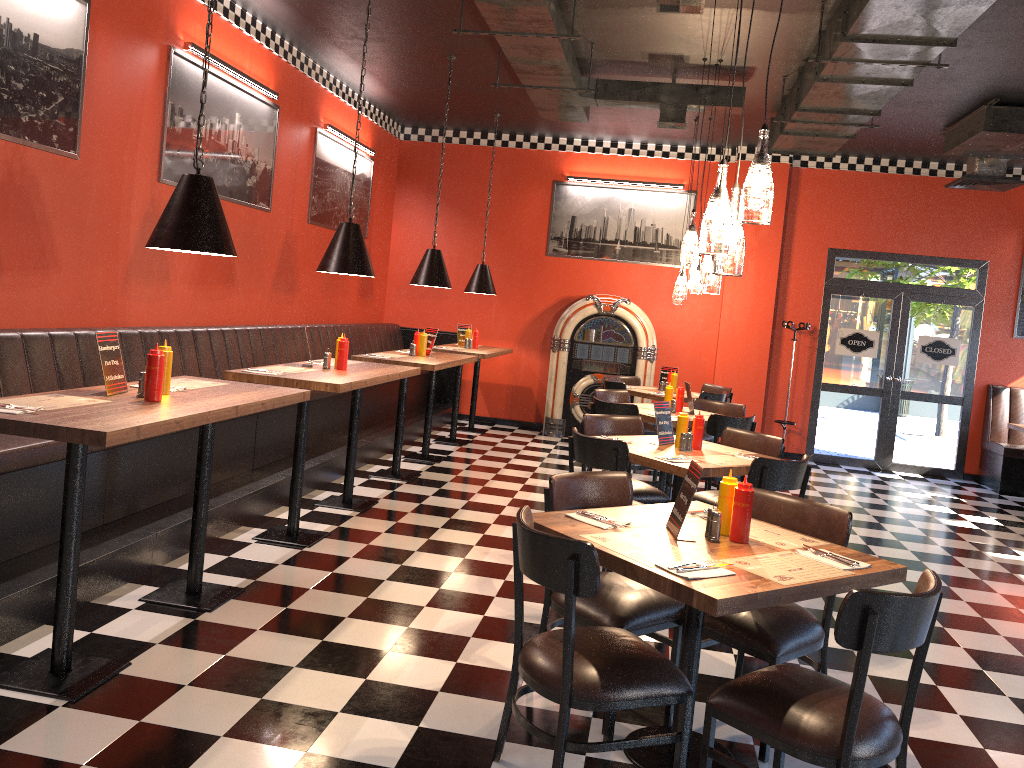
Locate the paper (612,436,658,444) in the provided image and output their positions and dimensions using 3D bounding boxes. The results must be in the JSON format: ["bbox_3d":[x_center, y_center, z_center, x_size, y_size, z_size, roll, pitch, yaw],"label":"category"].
[{"bbox_3d":[0.812,0.348,5.504,0.365,0.001,0.262,2,6,-35],"label":"paper"}]

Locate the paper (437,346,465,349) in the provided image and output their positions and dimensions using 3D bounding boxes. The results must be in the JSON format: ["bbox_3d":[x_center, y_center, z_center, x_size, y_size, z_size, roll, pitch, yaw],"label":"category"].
[{"bbox_3d":[-0.678,-0.398,9.703,0.261,0.001,0.366,7,5,11],"label":"paper"}]

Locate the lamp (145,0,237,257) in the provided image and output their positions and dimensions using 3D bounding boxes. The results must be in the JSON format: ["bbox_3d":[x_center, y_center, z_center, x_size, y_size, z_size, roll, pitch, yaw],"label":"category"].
[{"bbox_3d":[-1.305,-1.592,3.839,0.381,2.040,0.383,3,3,-40],"label":"lamp"}]

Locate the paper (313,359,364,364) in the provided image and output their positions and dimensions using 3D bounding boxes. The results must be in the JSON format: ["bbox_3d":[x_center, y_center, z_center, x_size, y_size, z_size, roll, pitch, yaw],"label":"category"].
[{"bbox_3d":[-1.259,-0.164,6.444,0.261,0.001,0.366,7,5,11],"label":"paper"}]

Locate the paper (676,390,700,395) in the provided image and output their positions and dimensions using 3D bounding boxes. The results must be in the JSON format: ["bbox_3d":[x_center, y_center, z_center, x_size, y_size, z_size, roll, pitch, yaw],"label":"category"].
[{"bbox_3d":[1.894,0.090,9.571,0.261,0.001,0.367,2,6,-36],"label":"paper"}]

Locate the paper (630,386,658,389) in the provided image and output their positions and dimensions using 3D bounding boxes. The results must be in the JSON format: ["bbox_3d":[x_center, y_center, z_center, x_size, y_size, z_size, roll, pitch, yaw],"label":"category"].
[{"bbox_3d":[1.422,0.039,9.629,0.365,0.001,0.262,2,6,-34],"label":"paper"}]

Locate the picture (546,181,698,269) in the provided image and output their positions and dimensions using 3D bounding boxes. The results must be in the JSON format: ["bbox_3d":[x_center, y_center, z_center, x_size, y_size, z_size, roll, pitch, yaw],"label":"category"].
[{"bbox_3d":[1.347,-1.972,10.945,1.771,0.938,0.023,6,3,9],"label":"picture"}]

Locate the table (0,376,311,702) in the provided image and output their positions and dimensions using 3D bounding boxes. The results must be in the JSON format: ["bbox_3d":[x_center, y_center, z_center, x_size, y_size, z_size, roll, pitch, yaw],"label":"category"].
[{"bbox_3d":[-1.552,0.551,3.754,0.696,0.997,1.695,6,4,9],"label":"table"}]

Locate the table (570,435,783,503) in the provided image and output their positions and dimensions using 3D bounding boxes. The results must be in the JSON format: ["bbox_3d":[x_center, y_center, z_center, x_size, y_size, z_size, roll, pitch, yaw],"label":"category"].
[{"bbox_3d":[0.982,0.774,5.273,0.955,0.772,0.964,3,5,-36],"label":"table"}]

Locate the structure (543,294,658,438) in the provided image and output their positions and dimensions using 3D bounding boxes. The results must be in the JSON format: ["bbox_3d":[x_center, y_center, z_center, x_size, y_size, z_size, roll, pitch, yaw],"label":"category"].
[{"bbox_3d":[1.093,-0.202,10.766,1.295,1.764,0.501,6,3,9],"label":"structure"}]

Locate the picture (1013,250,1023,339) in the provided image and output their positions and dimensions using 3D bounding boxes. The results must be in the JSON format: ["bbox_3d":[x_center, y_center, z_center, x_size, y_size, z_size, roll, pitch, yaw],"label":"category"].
[{"bbox_3d":[6.364,-1.124,10.143,1.024,1.299,0.016,6,3,9],"label":"picture"}]

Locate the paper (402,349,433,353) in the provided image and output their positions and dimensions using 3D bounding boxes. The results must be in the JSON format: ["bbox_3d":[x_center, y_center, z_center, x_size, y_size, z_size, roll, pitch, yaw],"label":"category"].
[{"bbox_3d":[-0.909,-0.314,8.510,0.261,0.001,0.366,7,5,11],"label":"paper"}]

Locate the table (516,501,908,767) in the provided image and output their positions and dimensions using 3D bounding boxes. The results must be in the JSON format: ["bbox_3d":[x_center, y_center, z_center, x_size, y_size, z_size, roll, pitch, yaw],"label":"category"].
[{"bbox_3d":[0.644,0.932,3.139,0.959,0.772,0.960,3,5,-36],"label":"table"}]

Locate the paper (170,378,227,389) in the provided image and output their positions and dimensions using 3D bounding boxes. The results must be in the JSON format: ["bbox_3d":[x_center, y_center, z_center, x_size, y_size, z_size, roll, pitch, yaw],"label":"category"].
[{"bbox_3d":[-1.576,-0.002,4.291,0.261,0.001,0.366,7,5,11],"label":"paper"}]

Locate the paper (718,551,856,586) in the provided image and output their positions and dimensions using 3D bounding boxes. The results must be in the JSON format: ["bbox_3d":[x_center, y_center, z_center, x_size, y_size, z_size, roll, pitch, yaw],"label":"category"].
[{"bbox_3d":[0.889,0.591,2.862,0.365,0.001,0.262,2,6,-36],"label":"paper"}]

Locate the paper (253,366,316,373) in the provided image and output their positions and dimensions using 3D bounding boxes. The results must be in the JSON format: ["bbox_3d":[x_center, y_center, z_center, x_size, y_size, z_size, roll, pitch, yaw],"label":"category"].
[{"bbox_3d":[-1.393,-0.091,5.487,0.261,0.001,0.366,7,5,11],"label":"paper"}]

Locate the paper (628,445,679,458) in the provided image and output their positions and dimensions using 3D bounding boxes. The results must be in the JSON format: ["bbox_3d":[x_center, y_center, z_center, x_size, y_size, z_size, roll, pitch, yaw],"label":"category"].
[{"bbox_3d":[0.756,0.383,5.044,0.261,0.001,0.367,2,6,-37],"label":"paper"}]

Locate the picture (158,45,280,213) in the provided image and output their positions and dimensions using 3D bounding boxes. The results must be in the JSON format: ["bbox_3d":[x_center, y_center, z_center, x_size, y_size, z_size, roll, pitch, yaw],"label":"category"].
[{"bbox_3d":[-2.252,-1.925,6.979,0.023,0.937,1.773,6,5,9],"label":"picture"}]

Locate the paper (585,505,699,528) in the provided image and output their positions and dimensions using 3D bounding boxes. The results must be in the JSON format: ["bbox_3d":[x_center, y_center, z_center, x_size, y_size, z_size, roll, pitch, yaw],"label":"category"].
[{"bbox_3d":[0.498,0.505,3.402,0.365,0.001,0.262,2,6,-36],"label":"paper"}]

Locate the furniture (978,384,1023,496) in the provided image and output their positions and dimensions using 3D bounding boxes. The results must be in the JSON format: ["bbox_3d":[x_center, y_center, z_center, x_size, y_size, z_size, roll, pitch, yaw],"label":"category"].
[{"bbox_3d":[6.266,0.685,9.858,1.710,1.152,0.707,6,3,9],"label":"furniture"}]

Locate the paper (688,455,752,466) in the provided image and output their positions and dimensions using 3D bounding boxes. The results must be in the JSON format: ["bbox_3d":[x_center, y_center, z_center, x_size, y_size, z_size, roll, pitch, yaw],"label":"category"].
[{"bbox_3d":[1.199,0.430,4.997,0.365,0.001,0.262,2,6,-38],"label":"paper"}]

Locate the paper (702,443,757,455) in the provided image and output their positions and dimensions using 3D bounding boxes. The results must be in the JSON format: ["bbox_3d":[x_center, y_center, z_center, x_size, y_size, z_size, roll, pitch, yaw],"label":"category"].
[{"bbox_3d":[1.284,0.398,5.454,0.261,0.001,0.367,2,6,-37],"label":"paper"}]

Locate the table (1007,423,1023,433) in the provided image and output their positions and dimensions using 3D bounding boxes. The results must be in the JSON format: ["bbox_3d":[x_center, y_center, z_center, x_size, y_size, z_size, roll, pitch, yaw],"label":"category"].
[{"bbox_3d":[6.103,0.934,9.037,1.693,0.772,0.958,6,4,9],"label":"table"}]

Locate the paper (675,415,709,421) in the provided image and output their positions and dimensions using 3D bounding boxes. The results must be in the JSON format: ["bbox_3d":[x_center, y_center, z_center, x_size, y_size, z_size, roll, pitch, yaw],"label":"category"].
[{"bbox_3d":[1.530,0.273,7.120,0.365,0.001,0.262,2,6,-37],"label":"paper"}]

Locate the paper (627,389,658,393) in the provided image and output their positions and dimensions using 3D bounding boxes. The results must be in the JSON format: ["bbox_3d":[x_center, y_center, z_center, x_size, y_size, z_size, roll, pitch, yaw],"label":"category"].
[{"bbox_3d":[1.358,0.074,9.170,0.261,0.001,0.367,2,6,-36],"label":"paper"}]

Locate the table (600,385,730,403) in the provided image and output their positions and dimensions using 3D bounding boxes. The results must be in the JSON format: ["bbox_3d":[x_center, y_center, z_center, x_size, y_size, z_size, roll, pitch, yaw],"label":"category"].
[{"bbox_3d":[1.578,0.464,9.398,0.955,0.772,0.964,3,5,-36],"label":"table"}]

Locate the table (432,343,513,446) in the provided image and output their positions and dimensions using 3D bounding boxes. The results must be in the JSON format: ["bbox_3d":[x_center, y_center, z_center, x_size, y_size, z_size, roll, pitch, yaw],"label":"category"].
[{"bbox_3d":[-0.514,0.091,10.037,0.696,0.997,1.695,6,4,9],"label":"table"}]

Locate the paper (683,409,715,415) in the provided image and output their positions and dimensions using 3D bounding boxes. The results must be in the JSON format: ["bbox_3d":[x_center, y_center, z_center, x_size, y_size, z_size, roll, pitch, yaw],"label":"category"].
[{"bbox_3d":[1.583,0.239,7.565,0.261,0.001,0.367,2,6,-37],"label":"paper"}]

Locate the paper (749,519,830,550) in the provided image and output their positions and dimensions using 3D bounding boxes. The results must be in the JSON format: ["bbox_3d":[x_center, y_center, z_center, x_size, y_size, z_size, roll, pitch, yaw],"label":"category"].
[{"bbox_3d":[0.951,0.557,3.305,0.261,0.001,0.367,2,6,-36],"label":"paper"}]

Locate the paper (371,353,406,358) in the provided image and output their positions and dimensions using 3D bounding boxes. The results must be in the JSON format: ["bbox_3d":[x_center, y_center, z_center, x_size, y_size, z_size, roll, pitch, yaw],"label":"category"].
[{"bbox_3d":[-1.057,-0.247,7.602,0.261,0.001,0.366,7,5,11],"label":"paper"}]

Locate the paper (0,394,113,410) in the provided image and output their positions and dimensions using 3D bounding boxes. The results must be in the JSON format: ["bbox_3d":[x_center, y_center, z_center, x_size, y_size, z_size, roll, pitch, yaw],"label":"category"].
[{"bbox_3d":[-1.740,0.066,3.345,0.261,0.001,0.366,7,5,11],"label":"paper"}]

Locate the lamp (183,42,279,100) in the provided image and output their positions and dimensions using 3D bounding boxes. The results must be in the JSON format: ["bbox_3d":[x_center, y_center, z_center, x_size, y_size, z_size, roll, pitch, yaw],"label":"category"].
[{"bbox_3d":[-2.173,-2.433,6.946,0.081,0.056,1.447,6,5,9],"label":"lamp"}]

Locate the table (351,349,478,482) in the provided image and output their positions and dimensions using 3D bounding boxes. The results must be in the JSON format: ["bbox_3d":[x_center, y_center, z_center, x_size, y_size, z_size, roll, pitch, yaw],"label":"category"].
[{"bbox_3d":[-0.863,0.246,7.925,0.696,0.997,1.695,6,4,9],"label":"table"}]

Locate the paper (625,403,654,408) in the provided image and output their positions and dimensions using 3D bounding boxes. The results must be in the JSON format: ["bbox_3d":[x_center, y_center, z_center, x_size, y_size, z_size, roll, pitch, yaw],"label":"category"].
[{"bbox_3d":[1.128,0.187,7.653,0.365,0.001,0.262,2,6,-37],"label":"paper"}]

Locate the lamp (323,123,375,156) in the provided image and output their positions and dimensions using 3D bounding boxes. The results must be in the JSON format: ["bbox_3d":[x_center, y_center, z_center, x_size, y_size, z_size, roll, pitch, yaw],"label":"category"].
[{"bbox_3d":[-1.742,-2.624,9.555,0.081,0.056,1.447,6,5,9],"label":"lamp"}]

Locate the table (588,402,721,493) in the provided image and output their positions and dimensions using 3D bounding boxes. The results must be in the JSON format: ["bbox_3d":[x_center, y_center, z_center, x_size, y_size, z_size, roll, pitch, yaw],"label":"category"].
[{"bbox_3d":[1.274,0.613,7.394,0.955,0.772,0.964,3,5,-36],"label":"table"}]

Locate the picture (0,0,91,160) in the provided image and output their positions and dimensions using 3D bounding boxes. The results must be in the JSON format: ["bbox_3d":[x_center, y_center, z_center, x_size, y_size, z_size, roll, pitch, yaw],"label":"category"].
[{"bbox_3d":[-2.682,-1.735,4.374,0.023,0.937,1.773,6,5,9],"label":"picture"}]

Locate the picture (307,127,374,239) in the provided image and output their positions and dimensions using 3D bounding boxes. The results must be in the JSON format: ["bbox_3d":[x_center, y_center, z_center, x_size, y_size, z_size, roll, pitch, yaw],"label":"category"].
[{"bbox_3d":[-1.821,-2.116,9.585,0.023,0.937,1.773,6,5,9],"label":"picture"}]

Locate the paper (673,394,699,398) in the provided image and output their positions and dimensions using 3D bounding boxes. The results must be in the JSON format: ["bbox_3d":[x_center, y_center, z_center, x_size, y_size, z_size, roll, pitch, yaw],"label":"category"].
[{"bbox_3d":[1.800,0.121,9.115,0.365,0.001,0.262,2,6,-37],"label":"paper"}]

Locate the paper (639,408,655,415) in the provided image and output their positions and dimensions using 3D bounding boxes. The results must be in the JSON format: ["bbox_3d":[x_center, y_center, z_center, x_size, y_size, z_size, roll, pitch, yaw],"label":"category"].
[{"bbox_3d":[1.072,0.224,7.178,0.261,0.001,0.367,2,6,-34],"label":"paper"}]

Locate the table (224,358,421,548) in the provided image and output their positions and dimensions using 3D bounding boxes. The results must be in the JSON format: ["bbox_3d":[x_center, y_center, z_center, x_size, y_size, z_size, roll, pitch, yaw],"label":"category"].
[{"bbox_3d":[-1.207,0.398,5.845,0.696,0.997,1.695,6,4,9],"label":"table"}]

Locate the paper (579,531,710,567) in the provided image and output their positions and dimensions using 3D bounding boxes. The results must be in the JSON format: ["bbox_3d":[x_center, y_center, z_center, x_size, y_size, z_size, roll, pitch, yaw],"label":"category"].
[{"bbox_3d":[0.433,0.541,2.928,0.261,0.001,0.367,2,6,-33],"label":"paper"}]

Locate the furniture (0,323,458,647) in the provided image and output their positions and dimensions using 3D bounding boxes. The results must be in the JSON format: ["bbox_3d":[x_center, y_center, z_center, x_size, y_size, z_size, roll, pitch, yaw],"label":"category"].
[{"bbox_3d":[-1.895,0.143,7.108,1.105,1.146,8.775,6,5,9],"label":"furniture"}]
